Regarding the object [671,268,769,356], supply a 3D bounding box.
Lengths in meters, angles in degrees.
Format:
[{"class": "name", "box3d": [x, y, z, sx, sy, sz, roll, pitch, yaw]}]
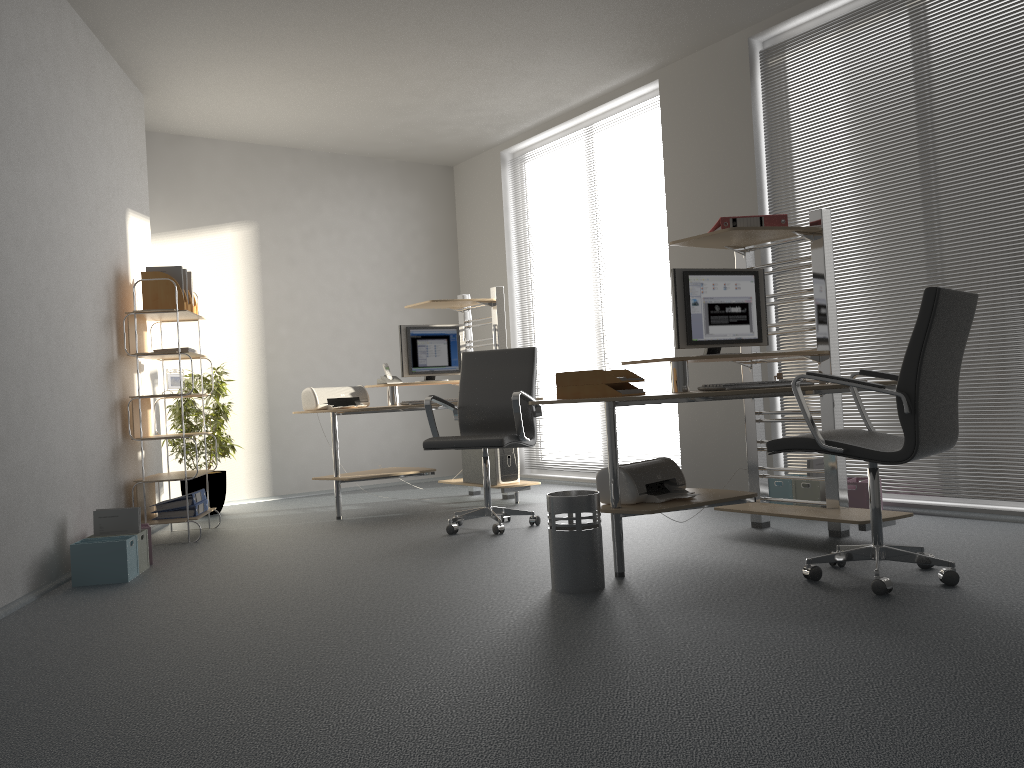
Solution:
[{"class": "object", "box3d": [0.984, -0.339, 4.285, 0.516, 0.418, 0.245, -3, -1, -13]}]

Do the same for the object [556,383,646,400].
[{"class": "object", "box3d": [0.380, 0.027, 3.792, 0.309, 0.060, 0.225, -4, -1, 34]}]

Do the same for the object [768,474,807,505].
[{"class": "object", "box3d": [1.639, 0.644, 5.172, 0.245, 0.202, 0.185, -3, -1, -35]}]

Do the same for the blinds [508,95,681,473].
[{"class": "blinds", "box3d": [0.608, -0.661, 7.101, 0.037, 2.749, 1.950, -3, -1, -35]}]

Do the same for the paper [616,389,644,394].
[{"class": "paper", "box3d": [0.382, 0.039, 3.791, 0.297, 0.019, 0.210, -4, -1, 34]}]

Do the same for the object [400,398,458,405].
[{"class": "object", "box3d": [-0.637, 0.156, 6.308, 0.478, 0.082, 0.814, -3, -1, -27]}]

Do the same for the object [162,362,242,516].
[{"class": "object", "box3d": [-2.300, 0.410, 6.649, 0.544, 1.147, 0.644, -3, -1, -6]}]

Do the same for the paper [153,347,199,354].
[{"class": "paper", "box3d": [-2.124, -0.196, 5.619, 0.213, 0.046, 0.297, -3, -1, -8]}]

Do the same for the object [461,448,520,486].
[{"class": "object", "box3d": [-0.157, 0.502, 6.405, 0.199, 0.422, 0.471, -3, -1, -35]}]

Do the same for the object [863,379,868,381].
[{"class": "object", "box3d": [1.571, -0.013, 4.103, 0.011, 0.011, 0.158, -3, -1, -38]}]

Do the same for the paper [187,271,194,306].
[{"class": "paper", "box3d": [-2.171, -0.573, 5.729, 0.213, 0.297, 0.045, -3, -1, -4]}]

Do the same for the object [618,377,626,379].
[{"class": "object", "box3d": [0.462, -0.026, 3.734, 0.008, 0.009, 0.159, -3, -1, 19]}]

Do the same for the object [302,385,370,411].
[{"class": "object", "box3d": [-1.172, 0.091, 6.110, 0.438, 0.162, 0.351, -3, -1, -43]}]

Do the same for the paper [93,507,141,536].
[{"class": "paper", "box3d": [-1.940, 0.766, 4.366, 0.220, 0.306, 0.068, -3, -1, -8]}]

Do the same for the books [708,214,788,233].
[{"class": "books", "box3d": [1.140, -0.760, 4.321, 0.320, 0.072, 0.262, -3, -1, -3]}]

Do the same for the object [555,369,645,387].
[{"class": "object", "box3d": [0.377, -0.029, 3.793, 0.309, 0.060, 0.225, -4, -1, 34]}]

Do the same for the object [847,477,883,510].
[{"class": "object", "box3d": [1.894, 0.626, 4.850, 0.185, 0.202, 0.245, -4, -1, 37]}]

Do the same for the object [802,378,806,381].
[{"class": "object", "box3d": [1.377, -0.016, 4.205, 0.022, 0.042, 0.134, -3, -1, 7]}]

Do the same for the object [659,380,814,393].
[{"class": "object", "box3d": [0.912, 0.041, 4.004, 0.478, 0.082, 0.814, -3, -1, -27]}]

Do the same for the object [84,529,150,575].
[{"class": "object", "box3d": [-1.934, 0.836, 4.350, 0.245, 0.202, 0.185, -3, -1, -8]}]

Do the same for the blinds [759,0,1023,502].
[{"class": "blinds", "box3d": [2.204, -0.777, 4.801, 0.022, 2.770, 1.950, -3, -1, -35]}]

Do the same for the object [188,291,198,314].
[{"class": "object", "box3d": [-2.166, -0.553, 5.708, 0.243, 0.259, 0.113, -3, -1, -4]}]

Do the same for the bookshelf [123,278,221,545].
[{"class": "bookshelf", "box3d": [-2.105, 0.169, 5.518, 0.381, 1.572, 0.724, -3, -1, -7]}]

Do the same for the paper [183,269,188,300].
[{"class": "paper", "box3d": [-2.161, -0.575, 5.604, 0.213, 0.297, 0.045, -3, -1, -7]}]

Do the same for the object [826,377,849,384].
[{"class": "object", "box3d": [1.503, -0.017, 4.054, 0.132, 0.026, 0.132, -3, -1, -35]}]

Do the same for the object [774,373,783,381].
[{"class": "object", "box3d": [1.273, -0.021, 4.224, 0.054, 0.064, 0.159, -4, -1, 22]}]

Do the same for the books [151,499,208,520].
[{"class": "books", "box3d": [-2.055, 0.776, 5.500, 0.262, 0.072, 0.320, -3, -1, -7]}]

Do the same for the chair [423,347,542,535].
[{"class": "chair", "box3d": [-0.157, 0.313, 5.164, 0.584, 1.048, 0.652, -3, -1, 21]}]

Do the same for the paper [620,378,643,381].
[{"class": "paper", "box3d": [0.379, -0.012, 3.792, 0.297, 0.010, 0.210, -4, -1, 34]}]

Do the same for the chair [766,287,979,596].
[{"class": "chair", "box3d": [1.362, 0.206, 3.327, 0.652, 1.048, 0.584, -4, -1, 42]}]

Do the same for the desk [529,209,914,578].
[{"class": "desk", "box3d": [0.933, -0.023, 3.879, 1.469, 1.566, 0.967, -3, -1, -35]}]

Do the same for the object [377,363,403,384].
[{"class": "object", "box3d": [-0.878, -0.076, 6.328, 0.119, 0.151, 0.150, -4, -1, 41]}]

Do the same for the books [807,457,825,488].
[{"class": "books", "box3d": [1.748, 0.565, 5.008, 0.220, 0.306, 0.068, -3, -1, -34]}]

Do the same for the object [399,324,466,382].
[{"class": "object", "box3d": [-0.596, -0.223, 6.560, 0.516, 0.418, 0.245, -3, -1, -20]}]

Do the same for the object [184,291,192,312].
[{"class": "object", "box3d": [-2.156, -0.555, 5.584, 0.243, 0.259, 0.113, -3, -1, -7]}]

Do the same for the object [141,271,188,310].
[{"class": "object", "box3d": [-2.138, -0.558, 5.462, 0.243, 0.259, 0.113, -3, -1, -10]}]

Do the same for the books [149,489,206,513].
[{"class": "books", "box3d": [-2.068, 0.722, 5.499, 0.263, 0.100, 0.320, -3, -1, -7]}]

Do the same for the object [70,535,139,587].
[{"class": "object", "box3d": [-1.908, 0.832, 4.167, 0.245, 0.202, 0.185, -3, -1, -8]}]

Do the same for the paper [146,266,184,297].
[{"class": "paper", "box3d": [-2.143, -0.577, 5.482, 0.213, 0.297, 0.045, -3, -1, -10]}]

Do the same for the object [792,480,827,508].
[{"class": "object", "box3d": [1.744, 0.636, 5.019, 0.245, 0.202, 0.185, -3, -1, -35]}]

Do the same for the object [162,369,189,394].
[{"class": "object", "box3d": [-2.092, -0.013, 5.515, 0.077, 0.161, 0.192, -3, -1, 11]}]

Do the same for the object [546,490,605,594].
[{"class": "object", "box3d": [0.248, 0.614, 3.454, 0.208, 0.377, 0.208, -3, -1, 9]}]

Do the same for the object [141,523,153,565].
[{"class": "object", "box3d": [-1.993, 0.842, 4.569, 0.245, 0.202, 0.185, -3, -1, -26]}]

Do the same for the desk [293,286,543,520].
[{"class": "desk", "box3d": [-0.657, 0.094, 6.174, 1.469, 1.566, 0.967, -3, -1, -35]}]

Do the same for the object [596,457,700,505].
[{"class": "object", "box3d": [0.624, 0.413, 3.817, 0.351, 0.162, 0.438, -4, -1, 39]}]
